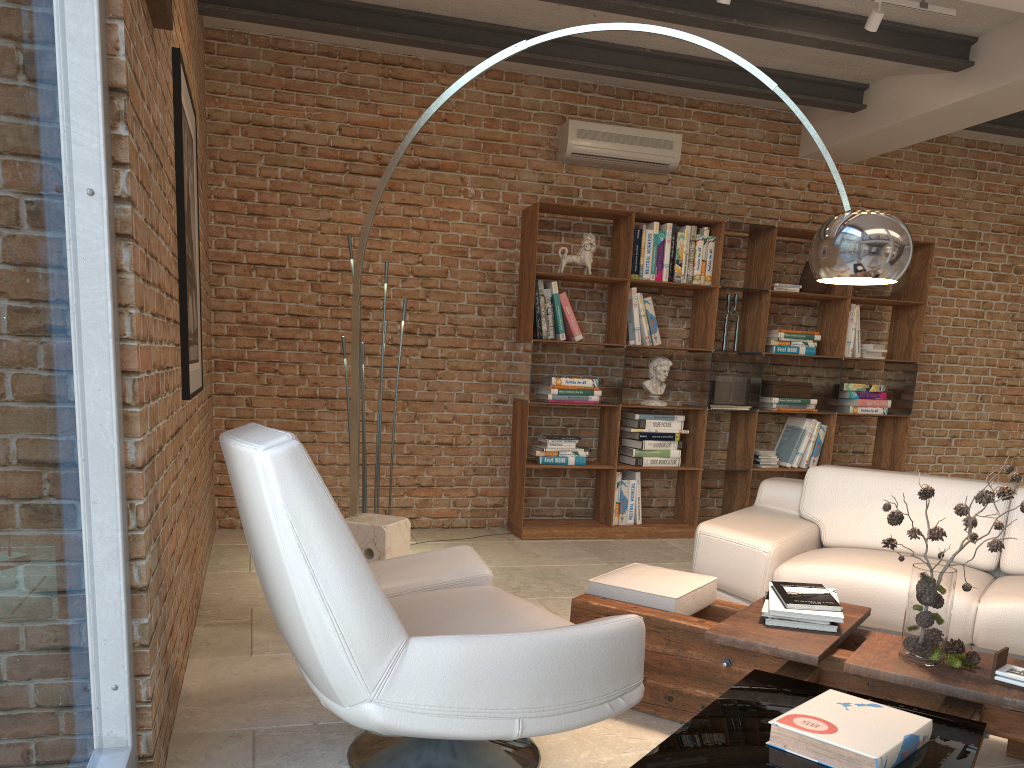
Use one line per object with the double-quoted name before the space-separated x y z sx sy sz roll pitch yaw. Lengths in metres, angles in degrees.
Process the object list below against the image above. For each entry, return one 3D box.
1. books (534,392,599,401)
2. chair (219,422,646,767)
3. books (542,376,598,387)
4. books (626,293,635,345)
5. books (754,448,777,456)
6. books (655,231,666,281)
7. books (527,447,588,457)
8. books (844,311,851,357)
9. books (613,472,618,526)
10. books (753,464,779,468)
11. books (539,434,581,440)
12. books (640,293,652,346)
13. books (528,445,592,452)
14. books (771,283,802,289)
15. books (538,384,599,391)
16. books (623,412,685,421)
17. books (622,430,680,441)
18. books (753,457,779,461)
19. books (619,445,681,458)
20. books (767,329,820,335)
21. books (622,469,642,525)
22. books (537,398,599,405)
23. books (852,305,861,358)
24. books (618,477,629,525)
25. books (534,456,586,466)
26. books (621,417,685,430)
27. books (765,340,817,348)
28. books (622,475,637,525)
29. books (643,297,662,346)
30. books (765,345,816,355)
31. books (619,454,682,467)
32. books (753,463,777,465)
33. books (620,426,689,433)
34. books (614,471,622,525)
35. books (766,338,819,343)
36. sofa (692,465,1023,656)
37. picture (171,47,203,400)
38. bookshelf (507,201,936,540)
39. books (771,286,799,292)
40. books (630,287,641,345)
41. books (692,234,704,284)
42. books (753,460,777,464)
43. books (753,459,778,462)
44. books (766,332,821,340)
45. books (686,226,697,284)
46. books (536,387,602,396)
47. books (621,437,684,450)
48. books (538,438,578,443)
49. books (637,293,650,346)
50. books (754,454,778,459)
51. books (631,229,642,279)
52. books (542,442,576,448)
"books" 0.377 0.089 6.006 0.380 0.037 0.239 2 2 -21
"chair" -0.289 0.622 2.486 0.980 1.024 1.005 -1 8 -32
"books" 0.395 -0.015 6.000 0.327 0.057 0.249 2 2 -14
"books" 0.767 -0.464 6.023 0.101 0.394 0.237 -1 9 -16
"books" 1.865 0.510 6.543 0.132 0.034 0.201 2 2 -22
"books" 0.963 -0.862 5.990 0.055 0.338 0.248 -1 9 -16
"books" 0.312 0.475 6.083 0.380 0.037 0.239 2 2 -16
"books" 2.398 -0.368 6.485 0.055 0.338 0.248 -1 9 -16
"books" 0.683 0.806 6.250 0.036 0.393 0.237 -1 9 -16
"books" 1.864 0.607 6.571 0.171 0.019 0.232 2 2 -29
"books" 0.334 0.369 6.066 0.252 0.017 0.159 2 2 -16
"books" 0.876 -0.442 6.054 0.125 0.358 0.264 0 8 -16
"books" 0.332 0.449 6.073 0.379 0.019 0.239 2 2 -24
"books" 1.920 -0.698 6.232 0.236 0.019 0.167 2 2 -23
"books" 0.385 0.023 6.008 0.356 0.021 0.266 2 2 -18
"books" 1.007 0.231 6.227 0.380 0.037 0.239 2 2 -16
"books" 0.988 0.365 6.224 0.326 0.057 0.249 2 2 -22
"books" 1.867 0.554 6.560 0.171 0.019 0.231 2 2 -24
"books" 0.991 0.486 6.279 0.362 0.057 0.276 2 2 -14
"books" 2.018 -0.377 6.385 0.356 0.021 0.266 2 2 -18
"books" 0.871 0.812 6.328 0.079 0.395 0.237 -1 9 -16
"books" 0.383 0.118 6.021 0.356 0.021 0.266 2 2 -16
"books" 2.519 -0.392 6.536 0.101 0.394 0.237 -1 9 -16
"books" 0.760 0.836 6.286 0.057 0.338 0.248 -1 9 -16
"books" 0.333 0.523 6.091 0.327 0.057 0.249 3 2 -6
"books" 1.008 0.283 6.243 0.380 0.066 0.239 2 2 -22
"books" 2.000 -0.293 6.397 0.380 0.037 0.239 2 2 -16
"books" 0.816 0.838 6.296 0.055 0.338 0.248 -1 9 -16
"books" 0.926 -0.430 6.056 0.158 0.337 0.248 0 8 -16
"books" 2.020 -0.245 6.404 0.327 0.057 0.249 3 2 -6
"books" 0.994 0.547 6.273 0.380 0.066 0.239 2 2 -22
"books" 1.861 0.593 6.559 0.156 0.008 0.237 2 1 -22
"books" 1.003 0.326 6.232 0.445 0.021 0.266 2 2 -16
"books" 0.714 0.807 6.275 0.036 0.393 0.237 -1 9 -16
"books" 2.019 -0.319 6.386 0.379 0.019 0.239 2 2 -24
"sofa" 2.059 0.828 3.721 2.305 0.776 1.130 4 5 33
"picture" -1.297 -0.558 3.511 0.027 1.226 0.888 -1 9 -16
"bookshelf" 1.522 0.011 6.306 3.035 2.259 0.354 1 11 -16
"books" 1.926 -0.670 6.233 0.206 0.034 0.129 2 2 -16
"books" 0.810 -0.461 6.012 0.103 0.393 0.237 -1 9 -16
"books" 1.237 -0.850 6.054 0.055 0.338 0.248 -1 9 -16
"books" 1.850 0.580 6.550 0.162 0.017 0.247 2 2 -22
"books" 1.862 0.568 6.554 0.156 0.008 0.237 2 1 -22
"books" 2.024 -0.347 6.373 0.379 0.037 0.239 2 2 -23
"books" 1.193 -0.880 6.041 0.036 0.393 0.237 -1 9 -16
"books" 0.391 0.053 5.995 0.379 0.037 0.239 2 2 -23
"books" 1.009 0.427 6.255 0.379 0.066 0.239 2 2 -30
"books" 0.319 0.394 6.088 0.236 0.019 0.167 2 2 -23
"books" 0.858 -0.442 6.040 0.125 0.358 0.264 0 8 -16
"books" 1.852 0.535 6.541 0.162 0.017 0.246 2 1 -16
"books" 0.798 -0.869 5.941 0.055 0.338 0.248 -1 9 -16
"books" 0.325 0.421 6.089 0.206 0.034 0.129 2 2 -16
